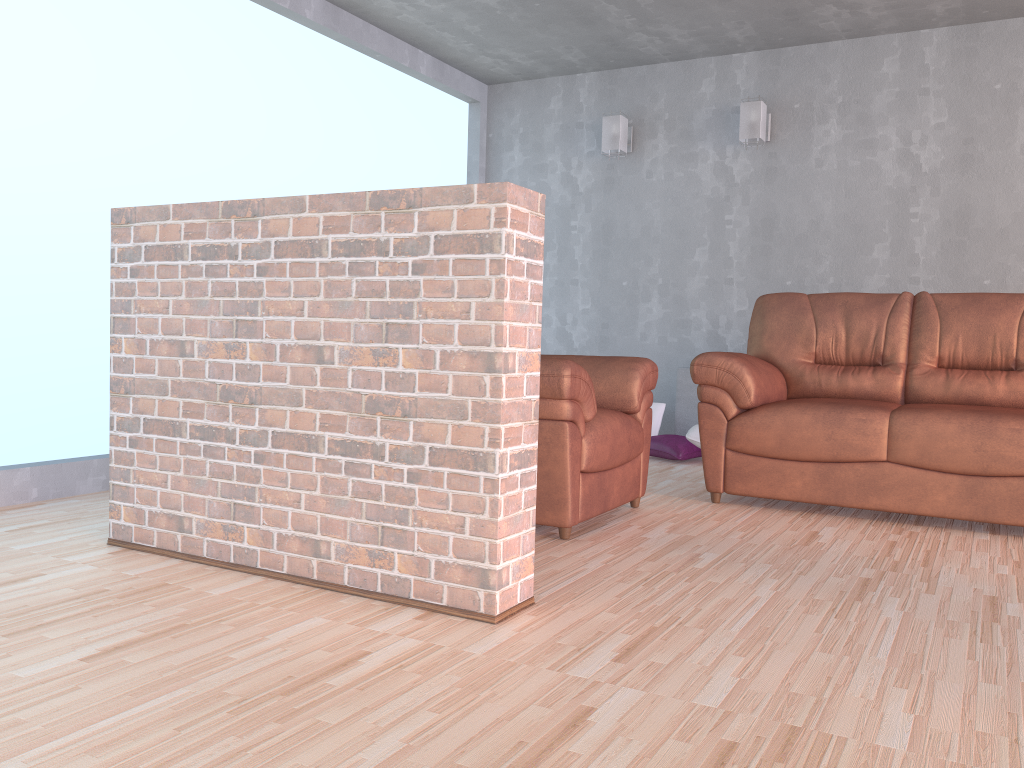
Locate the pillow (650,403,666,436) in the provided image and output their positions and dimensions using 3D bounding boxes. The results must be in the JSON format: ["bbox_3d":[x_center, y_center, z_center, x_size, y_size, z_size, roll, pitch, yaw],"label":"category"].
[{"bbox_3d":[0.774,0.272,5.569,0.327,0.326,0.241,4,4,32],"label":"pillow"}]

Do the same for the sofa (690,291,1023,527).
[{"bbox_3d":[1.947,0.047,3.744,2.202,0.923,0.981,3,3,28],"label":"sofa"}]

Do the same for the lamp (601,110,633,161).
[{"bbox_3d":[0.672,-1.603,5.731,0.165,0.319,0.168,3,3,28],"label":"lamp"}]

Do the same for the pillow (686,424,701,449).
[{"bbox_3d":[1.196,0.345,5.197,0.357,0.205,0.388,2,3,15],"label":"pillow"}]

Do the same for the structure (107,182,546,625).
[{"bbox_3d":[-0.597,0.013,2.537,1.422,1.057,0.211,3,3,28],"label":"structure"}]

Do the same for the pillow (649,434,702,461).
[{"bbox_3d":[0.960,0.373,5.298,0.365,0.130,0.392,-1,4,-41],"label":"pillow"}]

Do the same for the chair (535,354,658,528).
[{"bbox_3d":[0.002,0.024,3.542,0.936,0.879,0.970,3,3,28],"label":"chair"}]

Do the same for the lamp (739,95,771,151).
[{"bbox_3d":[1.449,-1.559,5.313,0.165,0.319,0.177,3,3,28],"label":"lamp"}]
